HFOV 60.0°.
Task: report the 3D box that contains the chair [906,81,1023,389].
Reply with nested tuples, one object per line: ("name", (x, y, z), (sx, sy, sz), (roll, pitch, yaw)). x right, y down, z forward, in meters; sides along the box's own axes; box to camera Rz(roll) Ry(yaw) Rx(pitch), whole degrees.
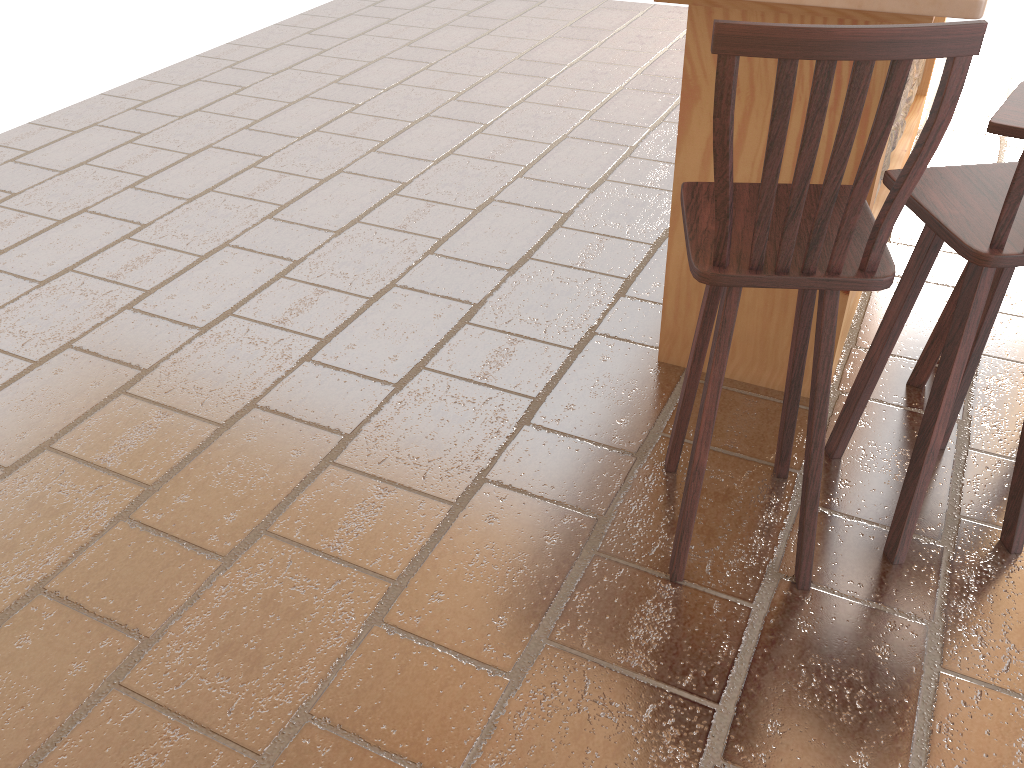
("chair", (1.526, -0.528, 2.386), (0.504, 1.319, 0.406), (23, 43, 29))

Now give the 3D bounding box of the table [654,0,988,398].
("table", (1.099, -1.247, 3.427), (1.196, 1.257, 3.220), (15, 40, 22))

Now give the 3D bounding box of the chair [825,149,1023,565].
("chair", (1.075, -0.210, 1.978), (0.406, 1.319, 0.504), (-4, 37, -3))

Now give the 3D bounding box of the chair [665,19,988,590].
("chair", (0.559, -0.155, 1.927), (0.406, 1.319, 0.504), (3, 37, 6))
